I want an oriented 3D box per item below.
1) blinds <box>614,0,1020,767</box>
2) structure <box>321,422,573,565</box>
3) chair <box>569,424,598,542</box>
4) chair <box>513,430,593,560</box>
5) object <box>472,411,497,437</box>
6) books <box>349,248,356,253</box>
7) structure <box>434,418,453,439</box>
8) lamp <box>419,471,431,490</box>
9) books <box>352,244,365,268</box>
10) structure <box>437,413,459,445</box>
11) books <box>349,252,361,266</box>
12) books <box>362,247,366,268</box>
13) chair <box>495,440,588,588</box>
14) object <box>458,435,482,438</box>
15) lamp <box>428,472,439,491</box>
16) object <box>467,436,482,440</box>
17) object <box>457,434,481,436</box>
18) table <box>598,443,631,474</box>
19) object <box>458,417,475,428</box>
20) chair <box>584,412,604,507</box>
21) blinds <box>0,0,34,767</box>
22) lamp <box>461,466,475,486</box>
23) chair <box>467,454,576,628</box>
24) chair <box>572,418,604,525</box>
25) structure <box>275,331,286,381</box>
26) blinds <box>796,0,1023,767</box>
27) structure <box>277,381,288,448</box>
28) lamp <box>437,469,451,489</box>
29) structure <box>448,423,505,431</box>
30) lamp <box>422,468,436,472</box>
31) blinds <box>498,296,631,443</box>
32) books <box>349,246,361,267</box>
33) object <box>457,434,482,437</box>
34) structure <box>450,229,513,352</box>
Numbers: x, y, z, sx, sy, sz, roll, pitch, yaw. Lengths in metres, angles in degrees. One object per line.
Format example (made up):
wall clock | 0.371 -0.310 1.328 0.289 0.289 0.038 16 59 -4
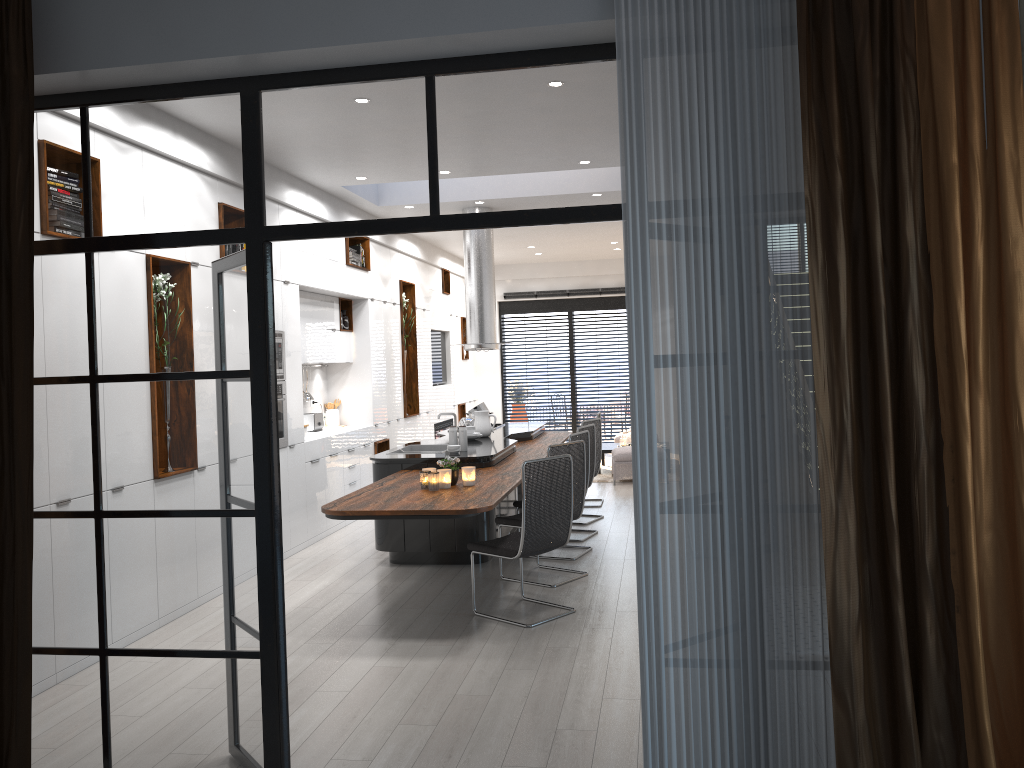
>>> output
blinds | 1.006 0.004 2.676 1.301 3.068 0.052 -2 0 10
structure | -0.350 0.993 7.903 1.377 0.887 5.643 -2 1 9
chair | 0.456 0.891 8.167 0.536 1.018 0.471 -2 0 24
chair | 0.340 0.913 7.457 0.536 1.018 0.471 -2 0 24
object | -0.283 0.397 8.771 0.211 0.254 0.183 -1 1 44
books | -1.849 -1.440 9.639 0.250 0.047 0.307 -2 1 5
structure | -1.121 0.821 13.377 0.221 0.516 1.204 -2 1 9
lamp | -0.575 0.642 5.907 0.078 0.120 0.078 -2 0 -8
books | -1.773 -1.413 9.948 0.253 0.312 0.030 -2 0 9
structure | -0.562 0.407 7.686 0.177 0.310 0.089 -2 0 9
books | -1.822 -1.349 9.656 0.279 0.137 0.345 -2 1 4
books | -1.756 -1.411 10.025 0.210 0.267 0.026 -2 0 9
chair | 0.216 0.938 6.648 0.536 1.018 0.471 -2 0 39
object | -0.415 0.513 8.510 0.264 0.033 0.264 -3 2 -44
lamp | -0.514 0.642 5.830 0.078 0.120 0.078 -2 0 -8
object | -0.415 0.519 8.510 0.264 0.033 0.264 -3 2 -44
object | -0.416 0.496 8.510 0.229 0.016 0.229 -2 1 6
table | 1.751 1.061 12.702 1.000 0.350 1.000 -2 1 9
object | -0.448 0.434 9.142 0.211 0.174 0.211 -2 1 16
chair | 0.729 0.835 9.923 0.536 1.018 0.471 -2 0 9
blinds | -1.983 0.093 3.074 0.810 3.044 0.255 -2 0 9
lamp | -0.293 0.626 6.012 0.095 0.124 0.095 -2 1 42
chair | 0.055 0.968 5.724 0.536 1.018 0.471 -2 0 44
chair | 0.585 0.865 8.970 0.536 1.018 0.471 -2 0 29
structure | -2.243 -0.225 7.446 0.458 0.430 0.595 -2 1 9
blinds | 1.271 -0.009 2.530 0.810 3.044 0.255 -2 0 10
structure | -2.207 0.274 7.443 0.495 0.570 0.595 -2 1 9
lamp | -0.450 0.634 5.921 0.095 0.124 0.095 -2 1 2
structure | -0.391 0.484 10.013 0.501 0.026 0.812 -2 1 9
lamp | -0.560 0.636 6.011 0.095 0.124 0.095 -2 1 26
blinds | 1.100 -0.185 15.959 2.584 2.720 0.358 -2 0 9
books | -1.773 -1.402 9.864 0.197 0.268 0.026 -2 0 9
object | -0.416 0.507 8.510 0.264 0.033 0.264 -3 2 -44
structure | -0.363 -1.170 10.016 0.695 1.608 1.043 -2 0 8
